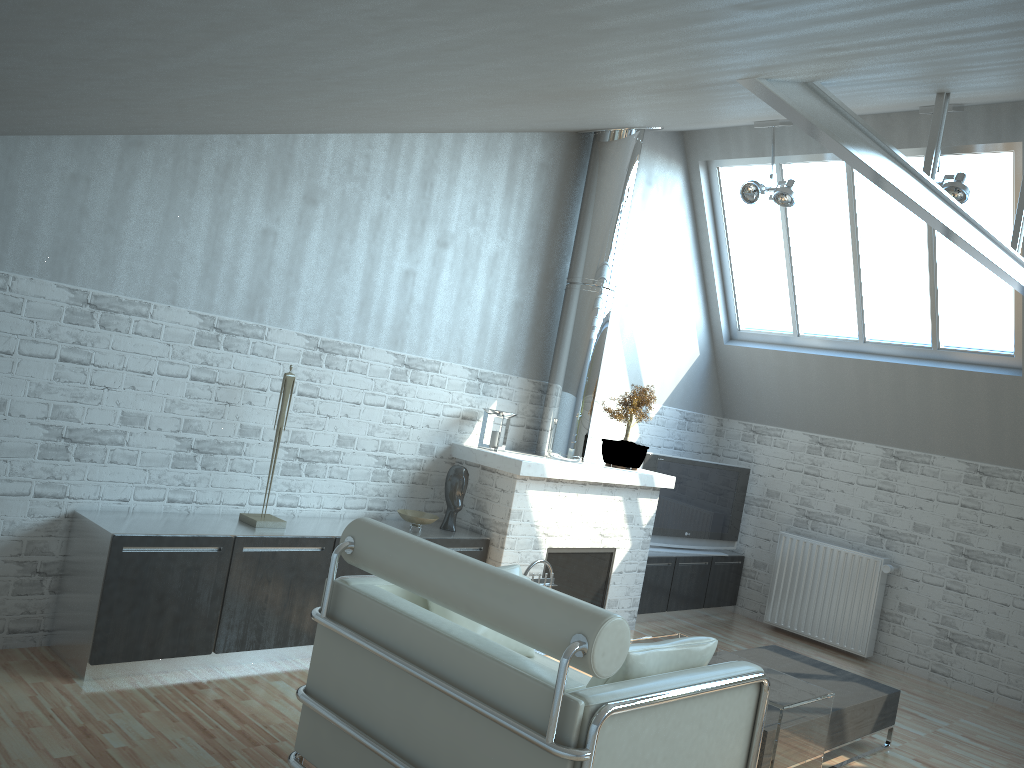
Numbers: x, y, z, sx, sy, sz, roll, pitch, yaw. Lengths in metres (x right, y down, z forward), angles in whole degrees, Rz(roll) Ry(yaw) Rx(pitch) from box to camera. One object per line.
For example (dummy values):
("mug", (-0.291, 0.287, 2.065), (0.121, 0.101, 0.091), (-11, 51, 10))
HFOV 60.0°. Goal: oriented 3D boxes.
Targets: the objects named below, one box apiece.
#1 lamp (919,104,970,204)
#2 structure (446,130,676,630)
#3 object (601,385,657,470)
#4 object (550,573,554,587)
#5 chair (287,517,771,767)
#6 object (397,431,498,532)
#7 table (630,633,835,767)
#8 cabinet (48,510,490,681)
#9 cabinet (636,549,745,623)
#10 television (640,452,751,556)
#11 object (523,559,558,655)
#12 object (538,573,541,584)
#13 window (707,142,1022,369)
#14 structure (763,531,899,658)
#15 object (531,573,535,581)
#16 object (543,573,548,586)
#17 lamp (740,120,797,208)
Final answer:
("lamp", (5.127, -2.801, 10.703), (0.619, 1.172, 0.808), (11, -1, -42))
("structure", (1.028, -0.228, 12.157), (1.309, 7.180, 3.302), (10, -1, 44))
("object", (1.599, 0.560, 12.641), (1.115, 1.265, 0.572), (11, -1, -42))
("object", (0.420, 2.747, 10.869), (0.026, 0.873, 0.155), (11, -1, -44))
("chair", (0.113, 2.184, 6.117), (2.507, 2.001, 2.201), (10, -1, 44))
("object", (0.774, 2.049, 9.288), (4.859, 2.558, 1.528), (10, -1, 43))
("table", (1.946, 3.096, 8.412), (1.726, 0.867, 1.015), (10, -1, 44))
("cabinet", (-2.258, 2.145, 9.477), (0.914, 1.270, 4.572), (10, -1, 44))
("cabinet", (2.521, 3.198, 14.510), (0.908, 1.016, 3.234), (10, -1, 44))
("television", (2.858, 1.973, 14.539), (2.577, 1.514, 0.592), (11, -1, -36))
("object", (0.255, 2.692, 10.814), (0.412, 1.124, 0.584), (10, -1, 44))
("object", (0.310, 2.756, 10.678), (0.145, 0.932, 0.065), (10, -1, 26))
("window", (5.173, -1.962, 13.278), (4.651, 2.787, 1.897), (10, -1, 44))
("structure", (5.041, 3.320, 14.080), (1.892, 1.524, 0.508), (10, -1, 44))
("object", (0.216, 2.729, 10.573), (0.146, 0.916, 0.131), (10, -1, 44))
("object", (0.343, 2.724, 10.787), (0.025, 0.855, 0.025), (11, 0, -24))
("lamp", (3.569, -3.077, 12.246), (0.619, 1.172, 0.808), (11, -1, -42))
